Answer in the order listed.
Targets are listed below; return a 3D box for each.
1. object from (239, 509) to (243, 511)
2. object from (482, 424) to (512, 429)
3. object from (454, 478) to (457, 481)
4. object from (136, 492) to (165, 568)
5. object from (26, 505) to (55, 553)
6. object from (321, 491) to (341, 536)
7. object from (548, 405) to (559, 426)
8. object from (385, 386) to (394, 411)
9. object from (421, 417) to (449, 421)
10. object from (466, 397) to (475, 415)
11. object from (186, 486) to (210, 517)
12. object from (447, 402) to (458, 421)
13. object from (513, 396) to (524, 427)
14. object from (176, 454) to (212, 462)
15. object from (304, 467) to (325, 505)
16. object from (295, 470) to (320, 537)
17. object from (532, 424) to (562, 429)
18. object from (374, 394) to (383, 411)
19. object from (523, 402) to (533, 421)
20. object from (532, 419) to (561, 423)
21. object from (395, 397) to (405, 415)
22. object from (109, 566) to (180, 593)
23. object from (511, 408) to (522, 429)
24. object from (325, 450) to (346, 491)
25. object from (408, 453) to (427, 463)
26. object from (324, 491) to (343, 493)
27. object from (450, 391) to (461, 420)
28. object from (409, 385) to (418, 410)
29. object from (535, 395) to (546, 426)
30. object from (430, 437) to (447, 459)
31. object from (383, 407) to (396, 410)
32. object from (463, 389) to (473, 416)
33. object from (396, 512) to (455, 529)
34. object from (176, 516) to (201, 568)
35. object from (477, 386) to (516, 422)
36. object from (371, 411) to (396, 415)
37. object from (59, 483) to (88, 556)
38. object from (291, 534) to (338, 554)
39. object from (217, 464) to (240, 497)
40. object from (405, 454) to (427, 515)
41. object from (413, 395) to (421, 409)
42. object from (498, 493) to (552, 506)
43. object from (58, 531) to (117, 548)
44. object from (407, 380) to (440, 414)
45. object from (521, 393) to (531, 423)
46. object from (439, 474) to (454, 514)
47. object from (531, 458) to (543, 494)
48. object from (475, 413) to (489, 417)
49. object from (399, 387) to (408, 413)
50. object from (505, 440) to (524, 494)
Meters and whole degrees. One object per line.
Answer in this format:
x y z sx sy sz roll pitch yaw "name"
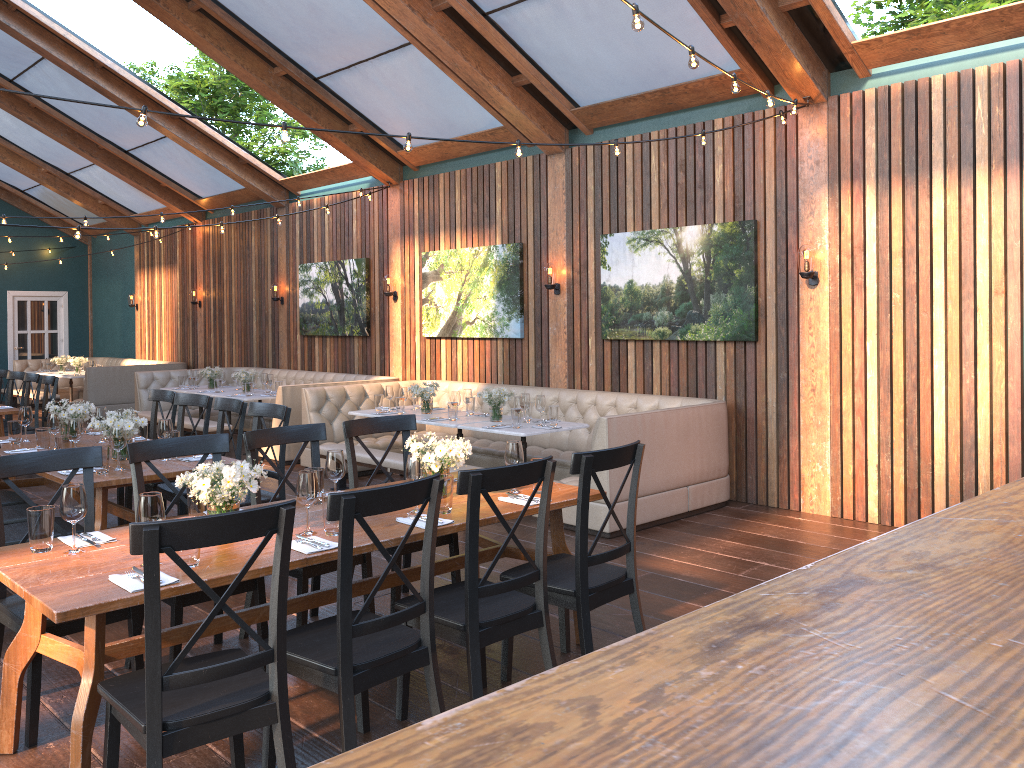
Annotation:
-1.179 0.551 3.756 0.158 0.019 0.255 -5 6 -43 "object"
-0.107 0.341 7.199 0.255 0.019 0.157 -5 6 -43 "object"
-0.386 0.486 4.519 0.158 0.019 0.255 -5 6 -43 "object"
-1.227 0.495 3.008 0.092 0.244 0.092 -1 1 -1 "object"
-1.708 0.528 3.209 0.092 0.158 0.092 -1 1 -17 "object"
-0.689 0.502 3.417 0.092 0.158 0.092 -1 1 -17 "object"
0.345 0.260 7.291 0.092 0.158 0.092 0 2 33 "object"
-1.182 0.140 8.548 0.092 0.244 0.092 -1 1 4 "object"
-0.659 0.304 7.773 0.255 0.019 0.157 -5 6 -43 "object"
-0.384 0.203 8.162 0.092 0.158 0.092 0 2 33 "object"
-1.278 0.494 3.607 0.092 0.158 0.092 -1 1 -17 "object"
-0.514 0.239 7.692 0.092 0.158 0.092 0 2 33 "object"
0.056 0.225 7.225 0.092 0.244 0.092 -1 1 -1 "object"
-1.906 0.442 5.318 0.255 0.019 0.157 -5 6 -43 "object"
-0.890 0.461 3.987 0.092 0.158 0.092 -1 1 -17 "object"
-0.790 0.459 3.423 0.092 0.244 0.092 -1 1 -1 "object"
0.265 0.342 7.146 0.158 0.019 0.255 -5 6 -43 "object"
-1.290 0.182 8.567 0.092 0.158 0.092 0 2 33 "object"
0.134 0.238 7.619 0.092 0.158 0.092 0 2 33 "object"
0.280 0.312 7.538 0.255 0.019 0.157 -5 6 -43 "object"
-1.043 0.203 8.257 0.092 0.158 0.092 0 2 33 "object"
-1.193 0.619 2.845 0.158 0.019 0.255 -5 6 -43 "object"
0.038 0.276 7.118 0.092 0.158 0.092 0 2 33 "object"
-0.789 0.420 3.955 0.092 0.244 0.092 -1 1 -1 "object"
-0.468 0.427 4.396 0.092 0.158 0.092 -1 1 -17 "object"
-0.799 0.520 4.123 0.158 0.019 0.255 -5 6 -43 "object"
-0.496 0.188 7.799 0.092 0.244 0.092 -1 1 -1 "object"
-0.956 0.131 8.633 0.092 0.244 0.092 -1 1 4 "object"
0.237 0.217 7.309 0.092 0.244 0.092 -1 1 -1 "object"
-0.355 0.386 4.357 0.092 0.244 0.092 -1 1 -1 "object"
-1.208 0.240 8.712 0.158 0.019 0.255 -5 6 -43 "object"
-0.403 0.168 8.054 0.092 0.244 0.092 -1 1 -1 "object"
-0.371 0.553 3.625 0.158 0.019 0.255 -5 6 -43 "object"
-1.097 0.537 2.998 0.092 0.158 0.092 -1 1 -17 "object"
-0.139 0.166 7.615 0.336 0.309 0.329 0 3 21 "object"
-1.187 0.268 8.338 0.255 0.019 0.157 -5 6 -43 "object"
-1.577 0.485 3.184 0.092 0.244 0.092 -1 1 -1 "object"
-0.753 0.583 3.268 0.158 0.019 0.255 -5 6 -43 "object"
-1.150 0.451 3.590 0.092 0.244 0.092 -1 1 -1 "object"
-0.409 0.428 3.787 0.092 0.244 0.092 -1 1 -1 "object"
-0.937 0.166 8.741 0.092 0.158 0.092 0 2 33 "object"
0.042 0.519 4.025 0.158 0.019 0.255 -5 6 -43 "object"
-1.600 0.586 3.348 0.158 0.019 0.255 -5 6 -43 "object"
-0.811 0.122 8.290 0.329 0.309 0.336 -2 3 -21 "object"
0.115 0.203 7.511 0.092 0.244 0.092 -1 1 -1 "object"
-0.294 0.471 3.779 0.092 0.158 0.092 -1 1 -17 "object"
0.135 0.436 4.188 0.092 0.158 0.092 -1 1 -17 "object"
-0.238 0.277 8.081 0.255 0.019 0.157 -5 6 -43 "object"
-1.025 0.152 8.364 0.092 0.244 0.092 -1 1 4 "object"
0.011 0.394 4.197 0.092 0.244 0.092 -1 1 -1 "object"
